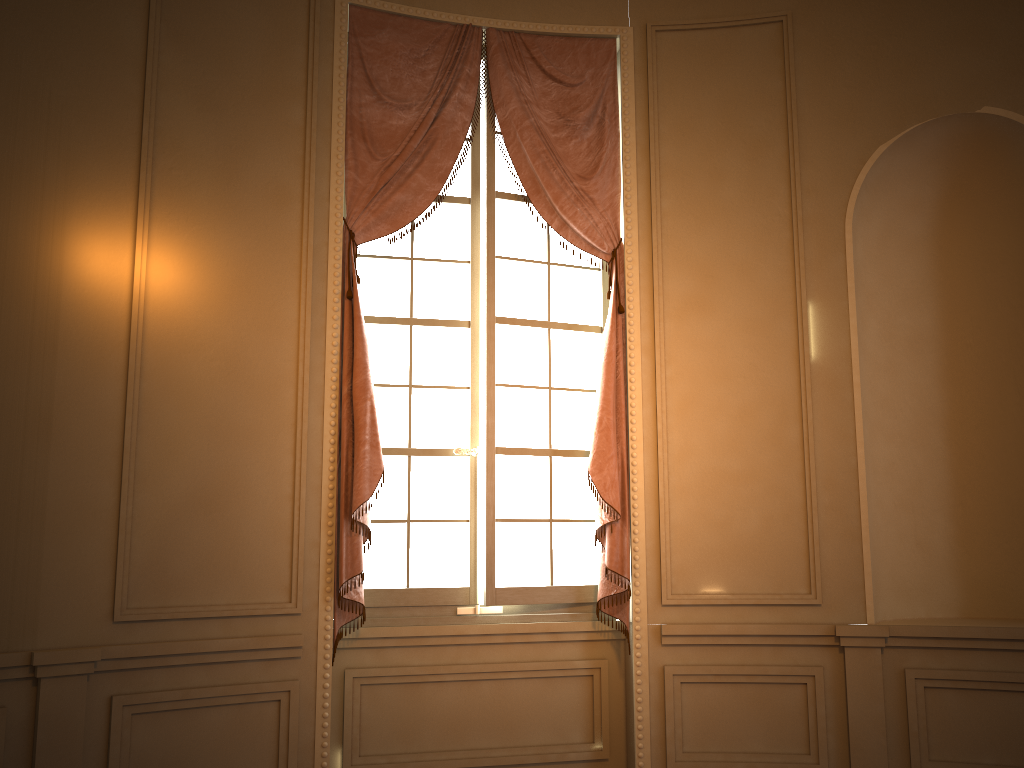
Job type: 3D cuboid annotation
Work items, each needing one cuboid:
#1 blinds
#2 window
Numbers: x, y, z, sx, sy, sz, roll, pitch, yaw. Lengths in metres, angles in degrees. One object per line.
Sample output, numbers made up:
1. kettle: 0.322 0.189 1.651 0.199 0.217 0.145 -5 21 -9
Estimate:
1. blinds: -0.096 -0.279 4.001 1.346 2.960 0.284 2 -8 -13
2. window: -0.145 -0.303 4.229 1.322 2.821 0.152 2 -8 -12
